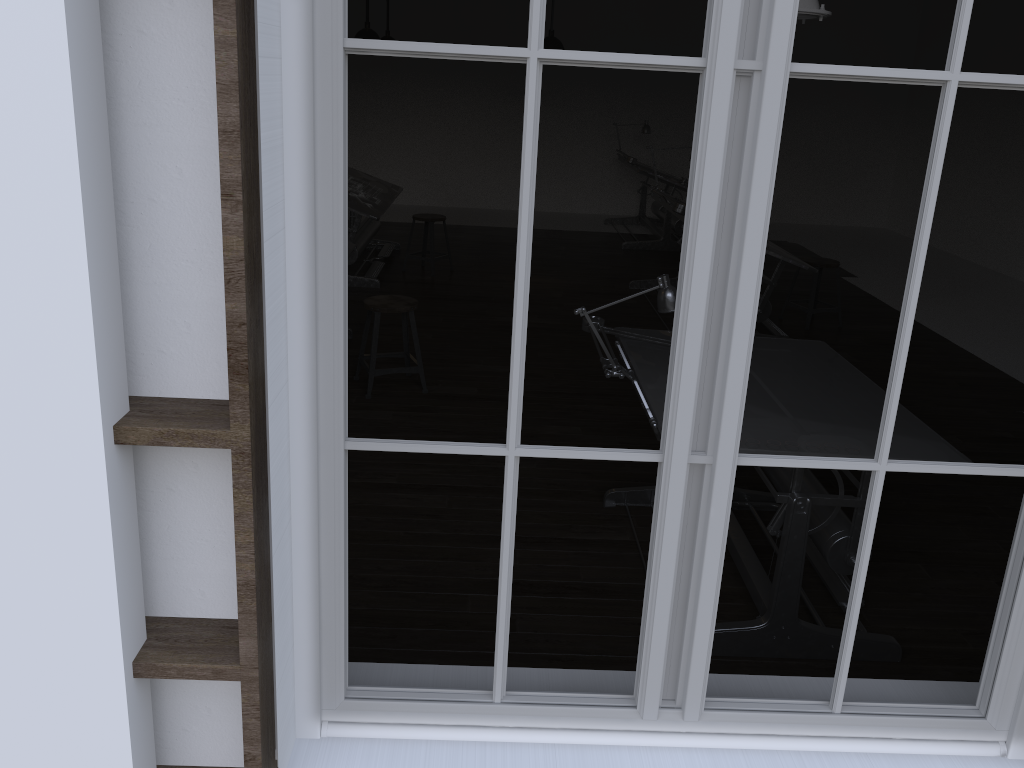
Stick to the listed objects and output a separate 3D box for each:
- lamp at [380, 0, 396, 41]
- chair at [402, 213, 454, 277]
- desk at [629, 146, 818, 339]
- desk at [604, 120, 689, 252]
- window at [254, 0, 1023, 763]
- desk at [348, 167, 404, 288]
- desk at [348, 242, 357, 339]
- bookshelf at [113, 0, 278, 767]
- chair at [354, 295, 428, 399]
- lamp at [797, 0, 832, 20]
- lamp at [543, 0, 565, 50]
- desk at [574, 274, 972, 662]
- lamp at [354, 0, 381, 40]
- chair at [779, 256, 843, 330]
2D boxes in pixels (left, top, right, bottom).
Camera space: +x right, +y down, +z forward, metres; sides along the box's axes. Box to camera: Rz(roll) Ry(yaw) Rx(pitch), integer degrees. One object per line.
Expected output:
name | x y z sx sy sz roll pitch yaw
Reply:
lamp | -1.263 -4.628 9.083 0.313 2.220 0.315 -4 18 -21
chair | -0.780 -1.308 8.280 0.360 0.520 0.376 12 19 25
desk | 1.564 -1.212 7.055 1.076 1.367 2.100 2 18 -2
desk | 1.706 -2.445 10.630 1.076 1.367 2.100 2 18 -2
window | 0.352 -0.443 1.386 1.482 2.462 0.155 3 17 -2
desk | -1.643 -1.785 8.210 1.076 1.367 2.100 2 18 -2
desk | -1.580 -0.666 4.996 1.076 1.366 2.314 2 18 -2
bookshelf | -1.646 0.061 1.549 2.473 3.670 0.418 3 17 -2
chair | -0.712 -0.228 5.181 0.372 0.520 0.363 -4 19 -23
lamp | 0.880 -2.199 2.419 0.313 2.220 0.315 -4 18 -21
lamp | 0.385 -3.896 7.250 0.314 2.233 0.314 10 18 22
desk | 0.769 0.165 3.265 1.171 1.172 1.288 2 18 -2
lamp | -1.234 -4.109 7.593 0.314 2.220 0.314 10 18 22
chair | 2.438 -0.738 7.137 0.372 0.520 0.363 -4 19 -23
